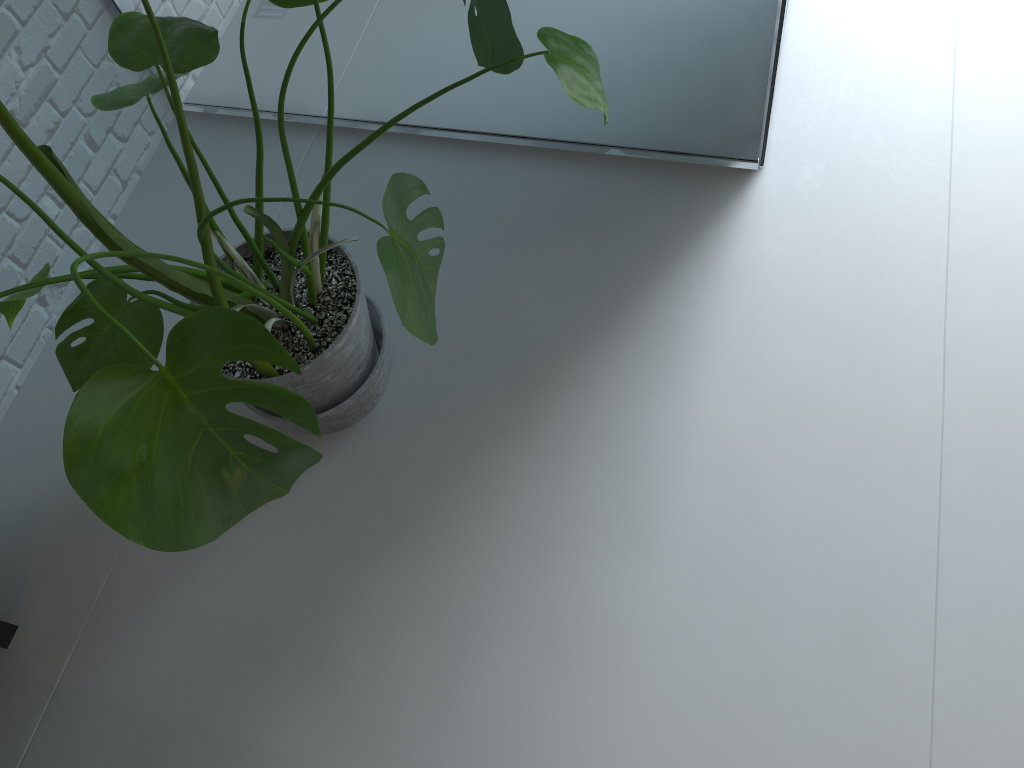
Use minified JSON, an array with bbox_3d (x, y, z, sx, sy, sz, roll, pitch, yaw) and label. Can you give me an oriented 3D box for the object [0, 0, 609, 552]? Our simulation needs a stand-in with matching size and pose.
[{"bbox_3d":[-0.354,-0.273,1.288,0.863,1.011,1.013,27,70,22],"label":"object"}]
